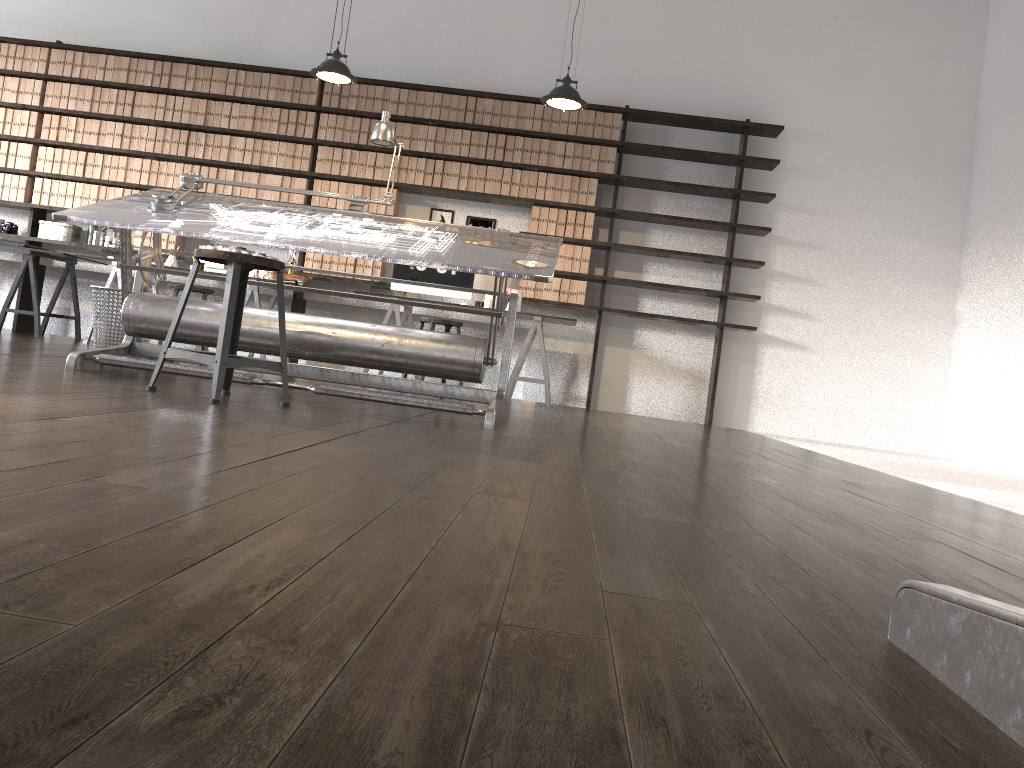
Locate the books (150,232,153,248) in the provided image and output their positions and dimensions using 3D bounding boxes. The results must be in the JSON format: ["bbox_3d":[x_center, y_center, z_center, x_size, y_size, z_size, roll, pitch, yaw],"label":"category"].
[{"bbox_3d":[-2.937,-1.193,7.387,0.067,0.226,0.174,8,-1,3],"label":"books"}]

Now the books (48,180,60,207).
[{"bbox_3d":[-3.805,-1.587,7.456,0.067,0.226,0.174,8,-1,3],"label":"books"}]

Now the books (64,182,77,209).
[{"bbox_3d":[-3.667,-1.569,7.441,0.067,0.226,0.174,8,-1,3],"label":"books"}]

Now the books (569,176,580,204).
[{"bbox_3d":[0.508,-1.557,7.199,0.067,0.226,0.174,8,-1,3],"label":"books"}]

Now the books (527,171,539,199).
[{"bbox_3d":[0.172,-1.602,7.220,0.067,0.226,0.174,8,-1,3],"label":"books"}]

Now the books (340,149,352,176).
[{"bbox_3d":[-1.353,-1.808,7.317,0.067,0.226,0.174,8,-1,3],"label":"books"}]

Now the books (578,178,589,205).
[{"bbox_3d":[0.579,-1.547,7.195,0.067,0.226,0.174,8,-1,3],"label":"books"}]

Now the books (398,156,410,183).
[{"bbox_3d":[-0.879,-1.744,7.289,0.067,0.226,0.174,8,-1,3],"label":"books"}]

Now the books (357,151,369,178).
[{"bbox_3d":[-1.215,-1.790,7.310,0.067,0.226,0.174,8,-1,3],"label":"books"}]

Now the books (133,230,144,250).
[{"bbox_3d":[-3.074,-1.212,7.390,0.067,0.226,0.174,8,-1,3],"label":"books"}]

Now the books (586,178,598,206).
[{"bbox_3d":[0.648,-1.538,7.186,0.067,0.226,0.174,8,-1,3],"label":"books"}]

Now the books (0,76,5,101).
[{"bbox_3d":[-4.303,-2.479,7.520,0.067,0.226,0.174,8,-1,3],"label":"books"}]

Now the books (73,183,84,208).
[{"bbox_3d":[-3.595,-1.559,7.438,0.067,0.226,0.174,8,-1,3],"label":"books"}]

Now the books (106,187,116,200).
[{"bbox_3d":[-3.330,-1.523,7.424,0.067,0.226,0.174,8,-1,3],"label":"books"}]

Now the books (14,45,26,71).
[{"bbox_3d":[-4.131,-2.736,7.521,0.067,0.226,0.174,8,-1,3],"label":"books"}]

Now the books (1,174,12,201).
[{"bbox_3d":[-4.216,-1.643,7.479,0.067,0.226,0.174,8,-1,3],"label":"books"}]

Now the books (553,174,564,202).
[{"bbox_3d":[0.376,-1.575,7.207,0.067,0.226,0.174,8,-1,3],"label":"books"}]

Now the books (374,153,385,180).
[{"bbox_3d":[-1.074,-1.770,7.299,0.067,0.226,0.174,8,-1,3],"label":"books"}]

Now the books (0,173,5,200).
[{"bbox_3d":[-4.279,-1.651,7.479,0.067,0.226,0.174,8,-1,3],"label":"books"}]

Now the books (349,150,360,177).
[{"bbox_3d":[-1.284,-1.799,7.316,0.067,0.226,0.174,8,-1,3],"label":"books"}]

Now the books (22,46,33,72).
[{"bbox_3d":[-4.062,-2.726,7.518,0.067,0.226,0.174,8,-1,3],"label":"books"}]

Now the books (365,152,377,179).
[{"bbox_3d":[-1.145,-1.780,7.301,0.067,0.226,0.174,8,-1,3],"label":"books"}]

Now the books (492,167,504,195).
[{"bbox_3d":[-0.109,-1.640,7.233,0.067,0.226,0.174,8,-1,3],"label":"books"}]

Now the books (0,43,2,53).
[{"bbox_3d":[-4.339,-2.764,7.529,0.067,0.226,0.174,8,-1,3],"label":"books"}]

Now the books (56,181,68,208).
[{"bbox_3d":[-3.736,-1.578,7.449,0.067,0.226,0.174,8,-1,3],"label":"books"}]

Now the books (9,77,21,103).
[{"bbox_3d":[-4.165,-2.460,7.506,0.067,0.226,0.174,8,-1,3],"label":"books"}]

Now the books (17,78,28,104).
[{"bbox_3d":[-4.099,-2.451,7.507,0.067,0.226,0.174,8,-1,3],"label":"books"}]

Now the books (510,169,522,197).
[{"bbox_3d":[0.034,-1.621,7.227,0.067,0.226,0.174,8,-1,3],"label":"books"}]

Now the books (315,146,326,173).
[{"bbox_3d":[-1.559,-1.836,7.331,0.067,0.226,0.174,8,-1,3],"label":"books"}]

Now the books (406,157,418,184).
[{"bbox_3d":[-0.808,-1.735,7.284,0.067,0.226,0.174,8,-1,3],"label":"books"}]

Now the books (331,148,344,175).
[{"bbox_3d":[-1.425,-1.818,7.318,0.067,0.226,0.174,8,-1,3],"label":"books"}]

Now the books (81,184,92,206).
[{"bbox_3d":[-3.533,-1.551,7.436,0.067,0.226,0.174,8,-1,3],"label":"books"}]

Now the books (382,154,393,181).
[{"bbox_3d":[-1.011,-1.762,7.296,0.067,0.226,0.174,8,-1,3],"label":"books"}]

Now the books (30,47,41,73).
[{"bbox_3d":[-3.993,-2.717,7.510,0.067,0.226,0.174,8,-1,3],"label":"books"}]

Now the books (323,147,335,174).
[{"bbox_3d":[-1.497,-1.828,7.322,0.067,0.226,0.174,8,-1,3],"label":"books"}]

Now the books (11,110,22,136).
[{"bbox_3d":[-4.144,-2.187,7.500,0.067,0.226,0.174,8,-1,3],"label":"books"}]

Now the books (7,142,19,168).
[{"bbox_3d":[-4.175,-1.911,7.490,0.067,0.226,0.174,8,-1,3],"label":"books"}]

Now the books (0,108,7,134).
[{"bbox_3d":[-4.281,-2.205,7.502,0.067,0.226,0.174,8,-1,3],"label":"books"}]

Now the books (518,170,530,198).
[{"bbox_3d":[0.103,-1.611,7.227,0.067,0.226,0.174,8,-1,3],"label":"books"}]

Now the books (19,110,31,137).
[{"bbox_3d":[-4.074,-2.177,7.491,0.067,0.226,0.174,8,-1,3],"label":"books"}]

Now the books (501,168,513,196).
[{"bbox_3d":[-0.038,-1.630,7.228,0.067,0.226,0.174,8,-1,3],"label":"books"}]

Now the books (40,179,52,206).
[{"bbox_3d":[-3.874,-1.597,7.456,0.067,0.226,0.174,8,-1,3],"label":"books"}]

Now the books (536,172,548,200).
[{"bbox_3d":[0.241,-1.593,7.212,0.067,0.226,0.174,8,-1,3],"label":"books"}]

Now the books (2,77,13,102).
[{"bbox_3d":[-4.234,-2.470,7.518,0.067,0.226,0.174,8,-1,3],"label":"books"}]

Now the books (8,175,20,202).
[{"bbox_3d":[-4.151,-1.634,7.477,0.067,0.226,0.174,8,-1,3],"label":"books"}]

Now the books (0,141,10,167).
[{"bbox_3d":[-4.249,-1.921,7.490,0.067,0.226,0.174,8,-1,3],"label":"books"}]

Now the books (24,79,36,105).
[{"bbox_3d":[-4.037,-2.443,7.501,0.067,0.226,0.174,8,-1,3],"label":"books"}]

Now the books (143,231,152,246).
[{"bbox_3d":[-3.007,-1.203,7.391,0.067,0.226,0.174,8,-1,3],"label":"books"}]

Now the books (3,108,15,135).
[{"bbox_3d":[-4.214,-2.196,7.504,0.067,0.226,0.174,8,-1,3],"label":"books"}]

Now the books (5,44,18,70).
[{"bbox_3d":[-4.205,-2.746,7.524,0.067,0.226,0.174,8,-1,3],"label":"books"}]

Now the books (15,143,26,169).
[{"bbox_3d":[-4.100,-1.901,7.483,0.067,0.226,0.174,8,-1,3],"label":"books"}]

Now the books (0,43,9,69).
[{"bbox_3d":[-4.268,-2.754,7.524,0.067,0.226,0.174,8,-1,3],"label":"books"}]

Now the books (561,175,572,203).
[{"bbox_3d":[0.441,-1.565,7.198,0.067,0.226,0.174,8,-1,3],"label":"books"}]

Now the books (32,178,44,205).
[{"bbox_3d":[-3.946,-1.606,7.457,0.067,0.226,0.174,8,-1,3],"label":"books"}]
